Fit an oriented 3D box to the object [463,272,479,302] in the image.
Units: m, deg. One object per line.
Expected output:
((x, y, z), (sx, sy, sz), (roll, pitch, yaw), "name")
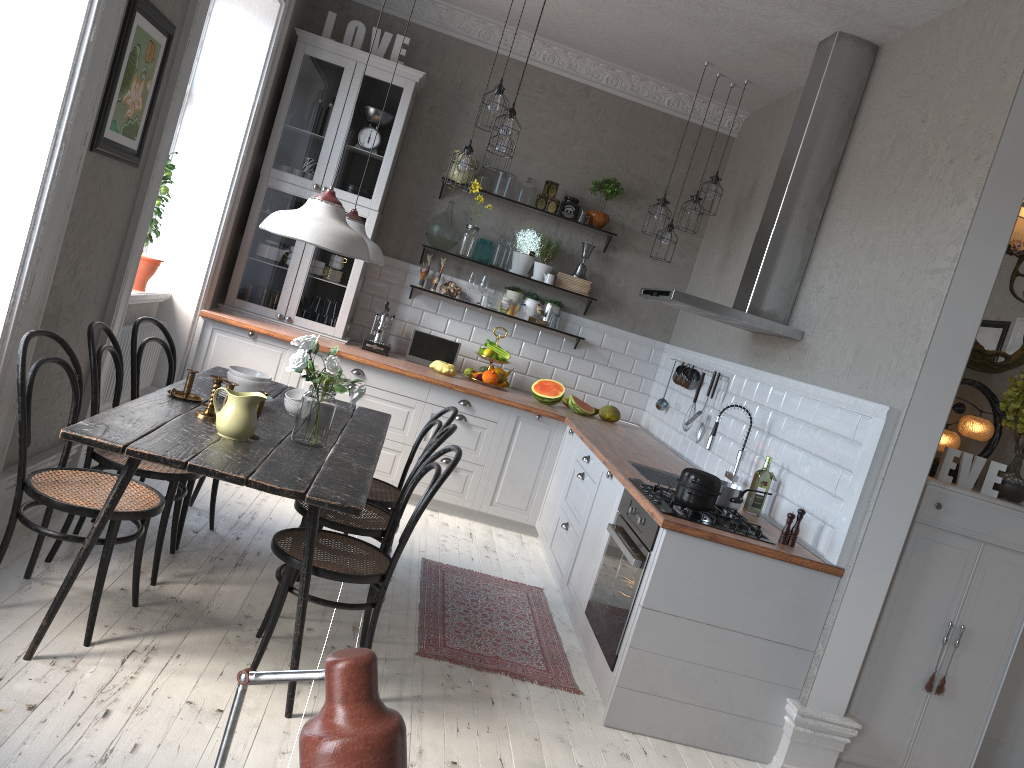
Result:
((-0.303, -0.705, 6.440), (0.083, 0.216, 0.081), (15, 5, -22), "object")

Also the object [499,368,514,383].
((-0.046, -0.068, 6.357), (0.060, 0.120, 0.127), (18, 5, 16), "object")

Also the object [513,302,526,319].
((0.059, -0.537, 6.458), (0.078, 0.108, 0.077), (16, 5, -14), "object")

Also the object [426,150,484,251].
((-0.428, -1.282, 6.273), (0.341, 0.674, 0.331), (13, 6, -39), "object")

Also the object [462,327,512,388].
((-0.133, -0.201, 6.314), (0.357, 0.425, 0.347), (15, 5, -23), "object")

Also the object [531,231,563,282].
((0.247, -0.931, 6.451), (0.166, 0.379, 0.188), (21, 6, 43), "object")

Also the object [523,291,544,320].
((0.140, -0.573, 6.545), (0.171, 0.214, 0.149), (19, 5, 22), "object")

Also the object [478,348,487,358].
((-0.194, -0.217, 6.309), (0.097, 0.078, 0.100), (15, 5, -21), "object")

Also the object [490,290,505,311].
((-0.110, -0.602, 6.416), (0.080, 0.139, 0.077), (14, 6, -35), "object")

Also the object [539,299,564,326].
((0.296, -0.526, 6.579), (0.160, 0.213, 0.152), (16, 5, -10), "object")

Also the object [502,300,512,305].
((-0.044, -0.569, 6.385), (0.076, 0.051, 0.078), (18, 5, 11), "object")

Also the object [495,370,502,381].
((-0.116, -0.060, 6.283), (0.088, 0.078, 0.089), (19, 5, 18), "object")

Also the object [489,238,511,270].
((-0.080, -0.934, 6.370), (0.123, 0.206, 0.126), (18, 5, 15), "object")

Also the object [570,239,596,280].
((0.531, -0.914, 6.514), (0.132, 0.287, 0.129), (15, 5, -23), "object")

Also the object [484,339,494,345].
((-0.158, -0.287, 6.278), (0.074, 0.058, 0.050), (14, 5, -31), "object")

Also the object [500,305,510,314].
((-0.054, -0.536, 6.388), (0.078, 0.051, 0.076), (16, 5, -15), "object")

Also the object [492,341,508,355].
((-0.083, -0.238, 6.358), (0.179, 0.096, 0.089), (18, 5, 12), "object")

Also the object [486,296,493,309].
((-0.154, -0.593, 6.488), (0.077, 0.083, 0.078), (18, 5, 10), "object")

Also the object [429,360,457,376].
((-0.471, -0.111, 6.112), (0.198, 0.083, 0.188), (17, 5, -8), "object")

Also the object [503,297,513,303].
((-0.037, -0.593, 6.383), (0.078, 0.051, 0.076), (15, 5, -22), "object")

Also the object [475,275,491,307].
((-0.210, -0.668, 6.362), (0.083, 0.216, 0.081), (15, 5, -22), "object")

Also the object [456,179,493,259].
((-0.278, -1.163, 6.262), (0.194, 0.539, 0.278), (16, 5, -16), "object")

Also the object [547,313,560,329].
((0.309, -0.461, 6.473), (0.078, 0.108, 0.077), (16, 5, -14), "object")

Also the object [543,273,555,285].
((0.271, -0.759, 6.410), (0.104, 0.071, 0.063), (19, 5, 22), "object")

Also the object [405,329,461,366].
((-0.561, -0.230, 6.291), (0.354, 0.226, 0.087), (16, 4, -9), "object")

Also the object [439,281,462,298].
((-0.445, -0.686, 6.383), (0.180, 0.111, 0.094), (14, 5, -31), "object")

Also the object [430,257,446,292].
((-0.524, -0.790, 6.386), (0.052, 0.264, 0.062), (19, 5, 28), "object")

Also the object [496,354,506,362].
((-0.088, -0.175, 6.302), (0.077, 0.062, 0.099), (14, 6, -35), "object")

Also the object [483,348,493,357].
((-0.169, -0.219, 6.236), (0.059, 0.069, 0.079), (18, 5, 12), "object")

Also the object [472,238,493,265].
((-0.211, -0.963, 6.439), (0.126, 0.172, 0.126), (17, 5, -4), "object")

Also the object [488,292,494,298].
((-0.145, -0.624, 6.485), (0.077, 0.083, 0.078), (18, 5, 10), "object")

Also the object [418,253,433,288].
((-0.626, -0.821, 6.385), (0.054, 0.264, 0.060), (14, 5, -37), "object")

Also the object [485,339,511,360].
((-0.101, -0.248, 6.286), (0.211, 0.101, 0.067), (17, 5, -2), "object")

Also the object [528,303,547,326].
((0.208, -0.509, 6.473), (0.121, 0.146, 0.099), (13, 6, -40), "object")

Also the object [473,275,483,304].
((-0.220, -0.680, 6.450), (0.083, 0.216, 0.081), (15, 5, -22), "object")

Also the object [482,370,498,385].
((-0.151, -0.052, 6.203), (0.115, 0.110, 0.109), (13, 6, -40), "object")

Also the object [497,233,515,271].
((-0.063, -0.972, 6.519), (0.132, 0.264, 0.131), (17, 4, -3), "object")

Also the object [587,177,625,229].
((0.675, -1.315, 6.457), (0.258, 0.397, 0.244), (19, 5, 16), "object")

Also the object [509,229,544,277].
((0.112, -0.963, 6.482), (0.243, 0.353, 0.236), (18, 5, 10), "object")

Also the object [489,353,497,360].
((-0.138, -0.188, 6.259), (0.064, 0.061, 0.066), (17, 5, -8), "object")

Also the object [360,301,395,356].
((-0.903, -0.398, 6.138), (0.207, 0.369, 0.351), (17, 5, -7), "object")

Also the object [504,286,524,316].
((-0.007, -0.620, 6.511), (0.159, 0.216, 0.153), (15, 5, -28), "object")

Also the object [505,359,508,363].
((-0.051, -0.169, 6.338), (0.052, 0.050, 0.049), (17, 5, 1), "object")

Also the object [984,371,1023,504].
((2.173, 0.225, 3.724), (0.292, 0.553, 0.346), (19, 5, 26), "object")

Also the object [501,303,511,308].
((-0.049, -0.552, 6.387), (0.078, 0.051, 0.076), (16, 5, -15), "object")
